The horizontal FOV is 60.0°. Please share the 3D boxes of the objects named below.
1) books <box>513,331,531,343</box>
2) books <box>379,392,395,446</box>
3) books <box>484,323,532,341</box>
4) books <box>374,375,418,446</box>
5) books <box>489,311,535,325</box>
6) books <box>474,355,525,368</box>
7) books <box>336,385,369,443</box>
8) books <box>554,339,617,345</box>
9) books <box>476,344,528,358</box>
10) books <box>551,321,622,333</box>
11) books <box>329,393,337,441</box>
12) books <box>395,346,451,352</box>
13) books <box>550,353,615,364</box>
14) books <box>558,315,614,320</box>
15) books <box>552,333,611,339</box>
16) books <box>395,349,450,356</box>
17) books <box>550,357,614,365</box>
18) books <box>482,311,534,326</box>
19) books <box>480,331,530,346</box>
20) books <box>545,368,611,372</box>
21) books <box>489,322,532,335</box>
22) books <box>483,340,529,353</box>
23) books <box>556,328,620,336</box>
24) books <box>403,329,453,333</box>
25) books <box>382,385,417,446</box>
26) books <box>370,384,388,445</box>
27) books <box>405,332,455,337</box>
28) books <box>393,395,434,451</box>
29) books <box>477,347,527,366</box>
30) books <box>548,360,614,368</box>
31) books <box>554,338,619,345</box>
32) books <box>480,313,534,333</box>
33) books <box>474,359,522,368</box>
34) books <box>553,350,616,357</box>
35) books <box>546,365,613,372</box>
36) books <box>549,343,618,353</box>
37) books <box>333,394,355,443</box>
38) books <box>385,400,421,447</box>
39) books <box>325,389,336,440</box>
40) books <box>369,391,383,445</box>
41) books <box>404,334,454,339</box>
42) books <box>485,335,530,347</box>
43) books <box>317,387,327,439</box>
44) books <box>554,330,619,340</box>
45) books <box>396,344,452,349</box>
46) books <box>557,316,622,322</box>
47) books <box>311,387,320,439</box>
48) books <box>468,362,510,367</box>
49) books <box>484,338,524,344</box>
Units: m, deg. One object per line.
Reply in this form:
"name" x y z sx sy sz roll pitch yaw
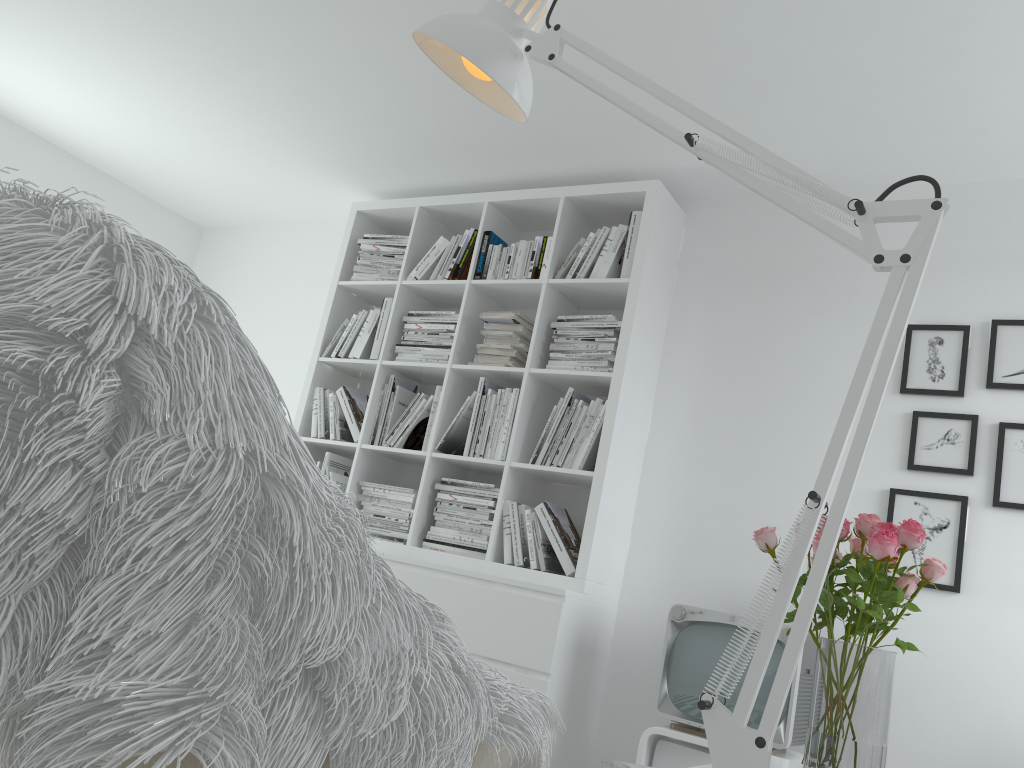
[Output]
"books" 0.013 -0.175 3.773 0.161 0.013 0.256 2 -16 37
"books" -0.506 0.179 3.904 0.013 0.254 0.161 4 -15 32
"books" 0.012 -0.195 3.762 0.174 0.021 0.273 7 -14 23
"books" -0.514 0.142 3.922 0.025 0.331 0.176 4 -15 32
"books" 0.030 -0.257 3.785 0.161 0.012 0.254 4 -15 32
"books" -0.012 -0.066 3.729 0.174 0.021 0.273 4 -15 32
"books" -0.674 0.155 3.974 0.226 0.255 0.176 4 -15 32
"books" 0.312 -0.140 3.511 0.254 0.012 0.161 5 -14 28
"books" 0.007 -0.112 3.725 0.182 0.016 0.288 2 -16 37
"books" 0.337 -0.207 3.528 0.331 0.025 0.176 2 -16 37
"books" -0.767 0.167 4.028 0.101 0.218 0.161 4 -15 32
"books" -0.330 -0.117 3.935 0.308 0.014 0.232 4 -15 30
"books" 0.315 -0.079 3.514 0.288 0.016 0.182 5 -14 28
"books" 0.330 -0.240 3.538 0.254 0.012 0.161 2 -16 37
"books" 0.307 -0.164 3.521 0.256 0.013 0.161 0 -17 42
"books" -0.329 -0.104 3.928 0.314 0.014 0.232 4 -15 32
"books" 0.298 -0.071 3.503 0.254 0.013 0.161 4 -15 32
"books" 0.016 -0.250 3.771 0.159 0.012 0.285 2 -16 37
"books" 0.007 -0.170 3.748 0.159 0.012 0.285 4 -15 32
"books" 0.294 -0.024 3.472 0.288 0.016 0.182 2 -16 37
"books" 0.025 -0.209 3.770 0.161 0.013 0.254 5 -14 28
"books" 0.016 -0.124 3.737 0.182 0.016 0.288 7 -14 23
"books" 0.323 -0.189 3.531 0.254 0.013 0.161 4 -15 32
"books" -0.337 -0.211 3.931 0.256 0.013 0.161 2 -16 37
"books" -0.484 0.170 3.912 0.016 0.288 0.182 4 -15 32
"books" -0.540 0.160 3.920 0.012 0.285 0.159 4 -15 32
"books" -0.317 -0.196 3.923 0.285 0.012 0.159 4 -15 32
"books" -0.377 0.191 3.840 0.158 0.257 0.182 4 -15 32
"books" -0.008 -0.090 3.731 0.180 0.028 0.296 7 -14 23
"books" 0.301 -0.054 3.493 0.273 0.021 0.174 2 -16 37
"books" 0.327 -0.150 3.512 0.285 0.012 0.159 2 -16 37
"books" 0.022 -0.230 3.764 0.176 0.025 0.331 4 -15 32
"books" -0.013 -0.048 3.721 0.182 0.016 0.288 5 -14 28
"books" 0.326 -0.094 3.511 0.288 0.016 0.182 0 -17 42
"books" 0.301 -0.035 3.491 0.288 0.016 0.182 4 -15 32
"books" 0.319 -0.118 3.506 0.296 0.028 0.180 2 -16 37
"books" -0.738 0.171 4.002 0.118 0.213 0.161 4 -15 32
"books" -0.429 0.195 3.843 0.137 0.226 0.161 4 -15 32
"books" -0.793 0.158 4.042 0.104 0.232 0.152 4 -15 32
"books" -0.551 0.173 3.927 0.012 0.254 0.161 4 -15 32
"books" -0.332 -0.186 3.921 0.254 0.012 0.161 4 -15 32
"books" 0.005 -0.155 3.757 0.161 0.012 0.254 7 -14 23
"books" -0.820 0.154 4.057 0.112 0.235 0.172 4 -15 32
"books" 0.319 -0.175 3.531 0.263 0.017 0.167 4 -15 32
"books" -0.321 -0.127 3.943 0.312 0.012 0.251 3 -15 33
"books" 0.338 -0.228 3.522 0.285 0.012 0.159 0 -17 42
"books" -0.851 0.152 4.090 0.093 0.239 0.172 4 -15 32
"books" -0.033 -0.035 3.721 0.182 0.016 0.288 4 -15 32
"books" 0.012 -0.138 3.755 0.167 0.017 0.263 5 -14 28
